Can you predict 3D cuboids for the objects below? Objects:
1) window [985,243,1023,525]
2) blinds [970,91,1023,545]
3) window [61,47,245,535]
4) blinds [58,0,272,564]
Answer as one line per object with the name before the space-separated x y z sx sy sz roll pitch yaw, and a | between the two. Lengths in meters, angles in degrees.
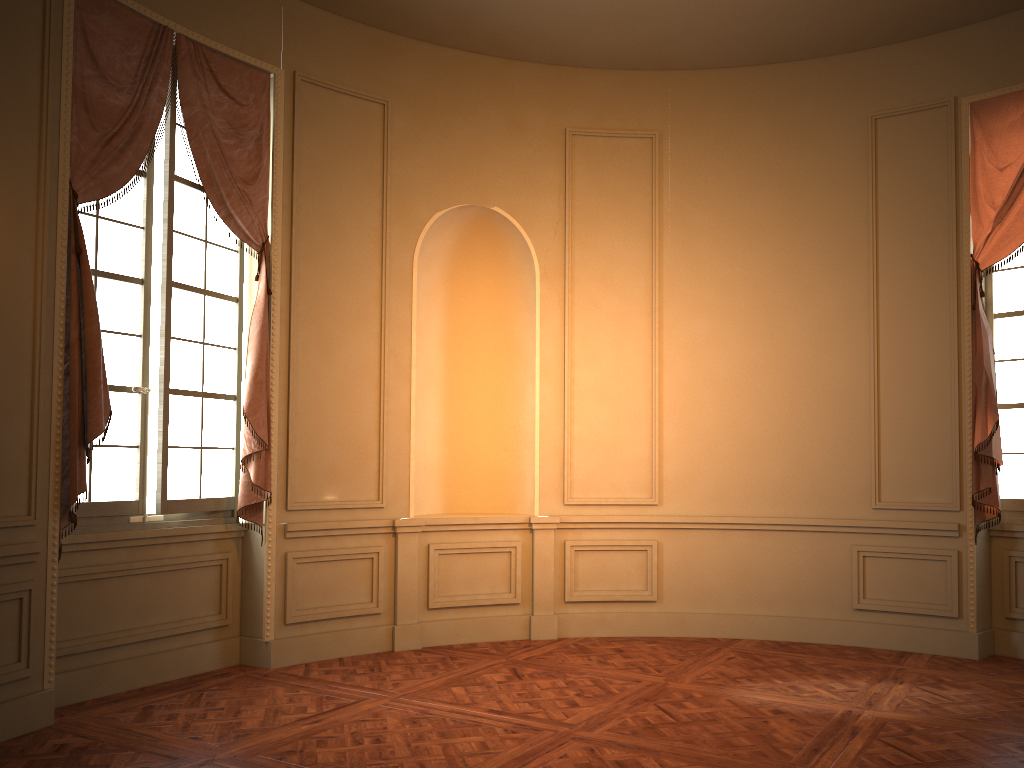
window | 3.683 -0.510 5.624 0.048 2.834 1.277 2 -3 -40
blinds | 3.470 -0.461 5.428 0.292 2.974 1.303 2 -3 -40
window | -2.041 -0.589 5.085 0.150 2.834 1.338 -1 -3 32
blinds | -1.845 -0.531 4.975 0.280 2.974 1.362 -1 -3 32
